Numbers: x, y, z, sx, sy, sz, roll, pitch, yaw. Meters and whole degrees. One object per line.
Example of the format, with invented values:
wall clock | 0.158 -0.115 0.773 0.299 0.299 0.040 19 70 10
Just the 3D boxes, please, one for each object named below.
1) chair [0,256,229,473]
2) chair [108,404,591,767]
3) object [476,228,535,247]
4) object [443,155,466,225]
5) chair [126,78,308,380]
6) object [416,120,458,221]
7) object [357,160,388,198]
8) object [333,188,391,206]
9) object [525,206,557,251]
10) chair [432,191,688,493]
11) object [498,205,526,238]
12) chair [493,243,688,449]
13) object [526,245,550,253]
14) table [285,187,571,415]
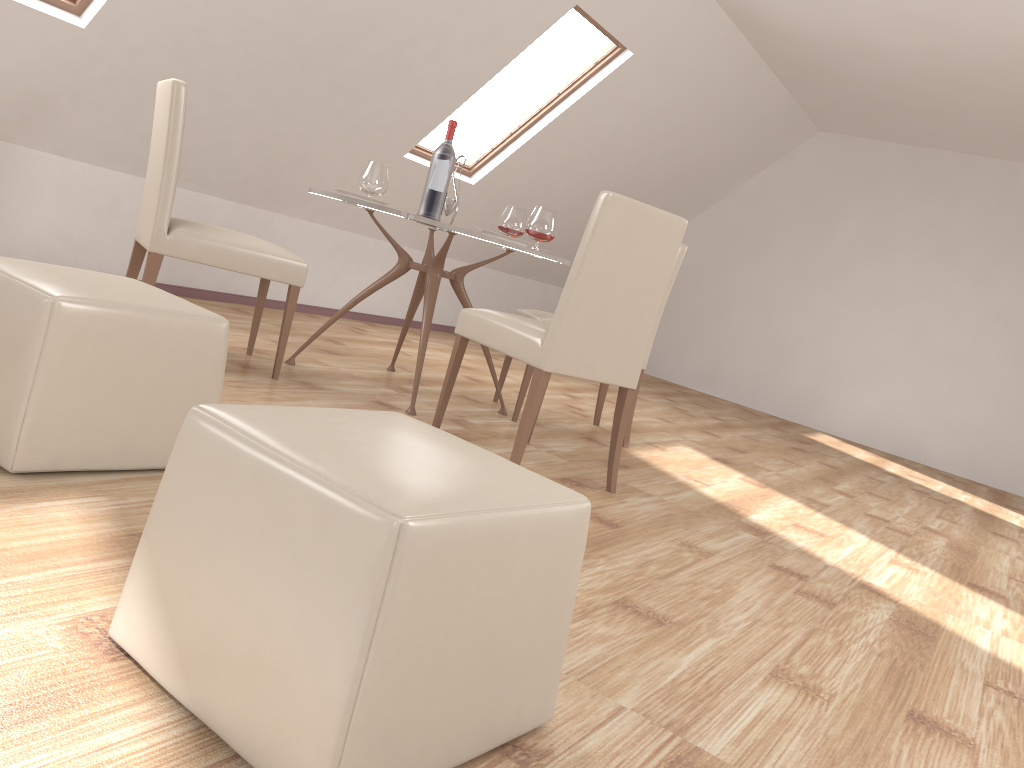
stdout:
chair | -1.019 -0.059 2.109 0.506 0.394 0.506 21 9 34
chair | -0.215 0.272 1.332 0.506 0.394 0.506 21 9 35
object | -0.033 -0.597 3.636 0.228 0.020 0.228 10 9 -37
object | -0.265 -0.864 3.958 0.086 0.322 0.096 15 7 -7
chair | -1.155 -0.596 3.493 0.618 0.999 0.477 11 9 -32
object | -0.307 -0.915 3.810 0.109 0.435 0.109 19 8 26
object | -0.614 -0.881 3.906 0.136 0.183 0.136 11 9 -33
object | -0.628 -0.771 3.690 0.228 0.020 0.228 11 9 -34
object | 0.123 -0.655 3.765 0.136 0.183 0.136 17 7 9
chair | 0.164 -0.191 3.231 0.477 0.999 0.618 11 9 -35
object | -0.001 -0.756 4.257 0.136 0.183 0.136 17 7 9
chair | 0.366 -0.279 4.306 0.618 0.999 0.477 14 8 -15
object | 0.065 -0.633 4.110 0.228 0.020 0.228 14 8 -14
table | -0.413 -0.343 4.028 1.198 0.770 1.198 10 9 -39
